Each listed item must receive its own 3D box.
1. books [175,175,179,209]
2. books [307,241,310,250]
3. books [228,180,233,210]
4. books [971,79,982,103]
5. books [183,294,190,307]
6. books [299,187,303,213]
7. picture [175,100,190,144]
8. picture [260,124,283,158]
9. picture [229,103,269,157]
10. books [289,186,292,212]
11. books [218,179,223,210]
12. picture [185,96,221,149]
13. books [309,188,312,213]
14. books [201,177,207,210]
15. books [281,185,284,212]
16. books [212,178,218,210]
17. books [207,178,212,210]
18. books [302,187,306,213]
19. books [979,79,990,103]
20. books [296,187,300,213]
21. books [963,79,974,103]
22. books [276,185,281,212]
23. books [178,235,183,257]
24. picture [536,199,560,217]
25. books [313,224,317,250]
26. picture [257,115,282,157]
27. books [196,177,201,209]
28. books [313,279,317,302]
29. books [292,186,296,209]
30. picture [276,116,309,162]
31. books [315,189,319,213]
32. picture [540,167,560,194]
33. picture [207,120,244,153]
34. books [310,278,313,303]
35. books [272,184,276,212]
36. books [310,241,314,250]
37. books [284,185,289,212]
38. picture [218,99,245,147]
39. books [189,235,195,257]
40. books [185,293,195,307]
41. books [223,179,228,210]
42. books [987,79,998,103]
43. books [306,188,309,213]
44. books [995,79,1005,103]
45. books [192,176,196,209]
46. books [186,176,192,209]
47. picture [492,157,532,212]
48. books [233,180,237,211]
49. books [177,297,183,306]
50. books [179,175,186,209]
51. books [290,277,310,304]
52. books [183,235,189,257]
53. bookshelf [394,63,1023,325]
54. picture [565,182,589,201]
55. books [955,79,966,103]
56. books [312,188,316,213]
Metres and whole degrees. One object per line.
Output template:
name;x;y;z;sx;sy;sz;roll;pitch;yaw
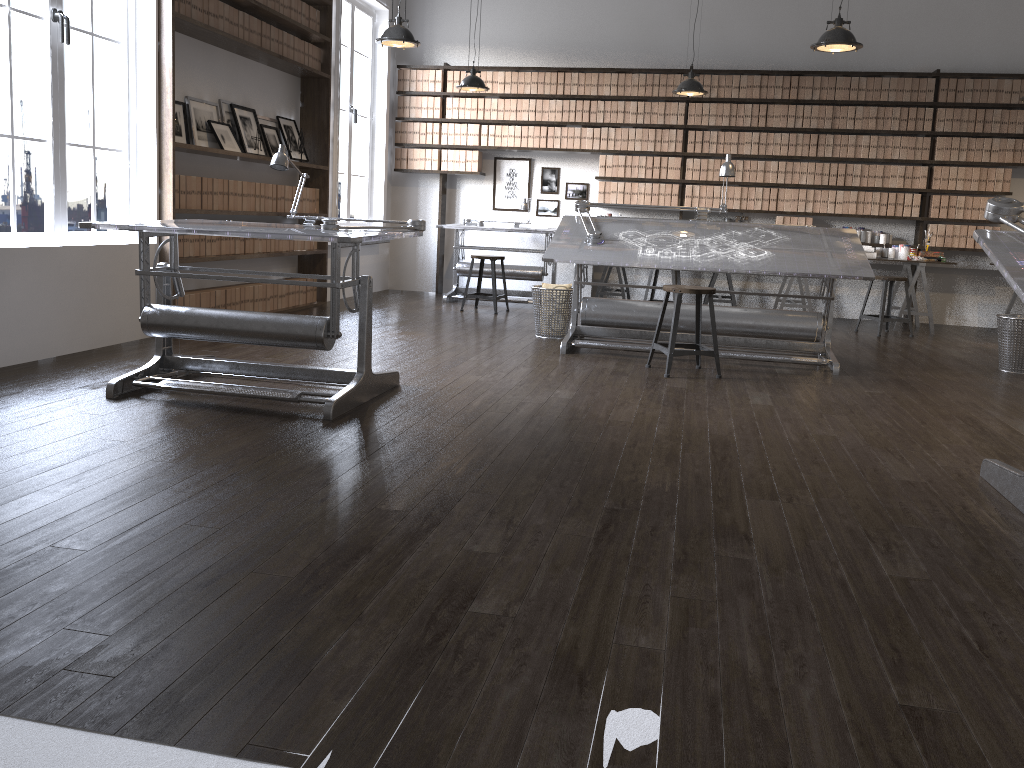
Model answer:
books;-2.302;-1.277;5.866;0.174;0.224;0.067;5;8;11
books;-1.897;-1.317;7.919;0.175;0.224;0.067;5;8;11
books;-2.155;-1.398;6.548;0.175;0.224;0.067;5;8;11
books;4.424;-2.791;8.479;0.067;0.224;0.175;4;9;11
books;-2.313;-0.507;6.092;0.175;0.224;0.067;5;8;11
books;-1.916;-1.604;7.707;0.175;0.224;0.067;5;8;11
picture;-2.312;-1.791;6.093;0.058;0.313;0.268;4;9;11
picture;-1.982;-2.003;7.381;0.127;0.288;0.291;4;9;11
picture;-2.059;-1.979;6.958;0.149;0.388;0.376;4;9;11
books;-1.959;-1.568;7.508;0.174;0.224;0.067;5;8;11
books;-2.189;-1.374;6.415;0.174;0.224;0.067;5;8;11
picture;-2.220;-1.875;6.431;0.083;0.362;0.418;4;10;11
books;-1.876;-1.638;7.901;0.175;0.224;0.067;5;8;11
books;-2.229;-1.337;6.204;0.175;0.224;0.067;5;8;11
books;-1.989;-1.544;7.371;0.175;0.224;0.067;5;8;11
books;-2.200;-1.362;6.346;0.174;0.224;0.067;5;8;11
books;-2.219;-1.350;6.278;0.175;0.224;0.067;5;8;11
books;-1.902;-1.614;7.768;0.175;0.224;0.067;5;8;11
books;4.493;-2.785;8.465;0.067;0.224;0.176;4;9;11
books;-1.925;-1.592;7.642;0.175;0.224;0.067;5;8;11
books;4.354;-2.797;8.489;0.067;0.224;0.175;4;9;11
books;-1.999;-1.531;7.297;0.175;0.224;0.067;5;8;11
books;-2.305;-0.967;5.949;0.175;0.224;0.067;5;8;11
picture;0.388;-1.909;9.614;0.251;0.182;0.023;5;8;11
books;-1.865;-1.341;8.056;0.174;0.224;0.067;5;8;11
picture;-2.023;-2.038;7.372;0.095;0.358;0.437;4;10;11
books;-2.249;-1.324;6.133;0.175;0.224;0.067;5;8;11
books;-1.888;-0.869;8.131;0.175;0.224;0.067;5;8;11
books;-1.945;-1.580;7.577;0.175;0.224;0.067;5;8;11
picture;-1.915;-2.137;7.736;0.161;0.362;0.345;4;9;11
books;-1.843;-1.661;8.031;0.175;0.224;0.067;5;8;11
picture;0.412;-2.197;9.574;0.201;0.282;0.022;4;8;11
picture;-2.119;-1.825;6.569;0.144;0.227;0.302;4;10;11
books;-1.905;-0.856;8.058;0.175;0.224;0.067;5;8;11
books;-2.019;-1.518;7.226;0.175;0.224;0.067;5;8;11
books;-1.883;-1.329;7.988;0.174;0.224;0.067;5;8;11
books;-1.970;-1.556;7.439;0.174;0.224;0.067;5;8;11
picture;-2.135;-1.969;6.846;0.091;0.403;0.372;4;9;11
books;-2.279;-0.992;6.091;0.174;0.224;0.067;5;8;11
books;-2.301;-0.520;6.163;0.175;0.224;0.067;5;8;11
books;-2.175;-1.387;6.484;0.175;0.224;0.067;5;8;11
books;4.558;-2.779;8.446;0.067;0.224;0.176;4;9;11
books;-1.886;-1.626;7.832;0.175;0.224;0.067;5;8;11
books;4.624;-2.774;8.437;0.067;0.224;0.176;4;9;11
books;-2.260;-1.313;6.069;0.175;0.224;0.067;5;8;11
books;-2.269;-1.301;6.006;0.175;0.224;0.067;5;8;11
picture;-0.001;-2.174;9.653;0.415;0.571;0.040;5;8;11
books;-2.146;-1.410;6.614;0.175;0.224;0.067;5;8;11
books;-2.332;-0.495;6.024;0.175;0.224;0.067;5;8;11
books;-2.284;-1.289;5.936;0.175;0.224;0.067;5;8;11
books;-1.915;-0.843;7.985;0.175;0.224;0.067;5;8;11
books;-2.290;-0.980;6.020;0.175;0.224;0.067;5;8;11
bookshelf;3.216;-1.533;8.979;9.183;3.185;0.376;5;8;11
picture;0.699;-2.072;9.528;0.251;0.182;0.023;5;8;11
books;4.285;-2.803;8.507;0.067;0.224;0.176;4;9;11
books;-1.863;-1.650;7.969;0.174;0.224;0.067;5;8;11
